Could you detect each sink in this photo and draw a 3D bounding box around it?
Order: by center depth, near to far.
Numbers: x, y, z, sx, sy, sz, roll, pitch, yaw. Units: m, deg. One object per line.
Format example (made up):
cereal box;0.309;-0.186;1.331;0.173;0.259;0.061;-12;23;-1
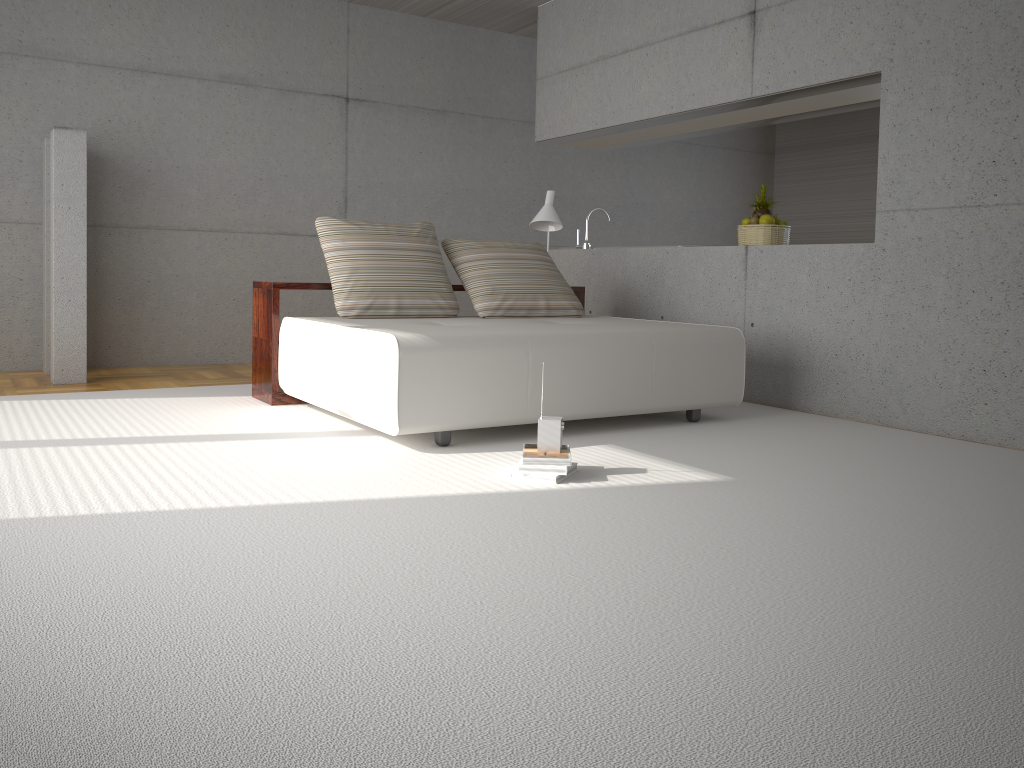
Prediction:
sink;1.047;-1.179;7.265;0.767;0.537;1.711;-2;8;-32

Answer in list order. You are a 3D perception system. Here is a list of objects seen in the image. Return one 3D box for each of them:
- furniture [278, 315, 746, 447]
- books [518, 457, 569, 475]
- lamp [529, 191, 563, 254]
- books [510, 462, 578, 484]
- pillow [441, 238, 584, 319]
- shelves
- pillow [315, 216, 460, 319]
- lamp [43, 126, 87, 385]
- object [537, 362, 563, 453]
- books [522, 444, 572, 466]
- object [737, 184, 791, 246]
furniture;-0.026;-0.094;5.040;2.171;0.520;1.621;-3;8;-32
books;0.132;0.313;3.508;0.189;0.032;0.266;2;7;7
lamp;0.271;-1.060;6.392;0.245;0.697;0.324;4;4;39
books;0.131;0.344;3.509;0.189;0.032;0.266;4;8;22
pillow;0.007;-0.689;5.789;0.807;0.515;0.580;-2;6;-31
shelves;-0.543;-0.307;5.882;2.253;0.713;0.402;-3;5;-32
pillow;-0.742;-0.704;5.373;0.801;0.607;0.492;-2;6;-33
lamp;-3.124;-0.886;6.162;0.200;1.685;0.801;0;4;-32
object;0.147;0.088;3.457;0.090;0.365;0.186;2;3;8
books;0.138;0.280;3.511;0.189;0.032;0.266;1;7;2
object;1.744;-1.166;6.135;0.334;0.440;0.369;5;6;43
